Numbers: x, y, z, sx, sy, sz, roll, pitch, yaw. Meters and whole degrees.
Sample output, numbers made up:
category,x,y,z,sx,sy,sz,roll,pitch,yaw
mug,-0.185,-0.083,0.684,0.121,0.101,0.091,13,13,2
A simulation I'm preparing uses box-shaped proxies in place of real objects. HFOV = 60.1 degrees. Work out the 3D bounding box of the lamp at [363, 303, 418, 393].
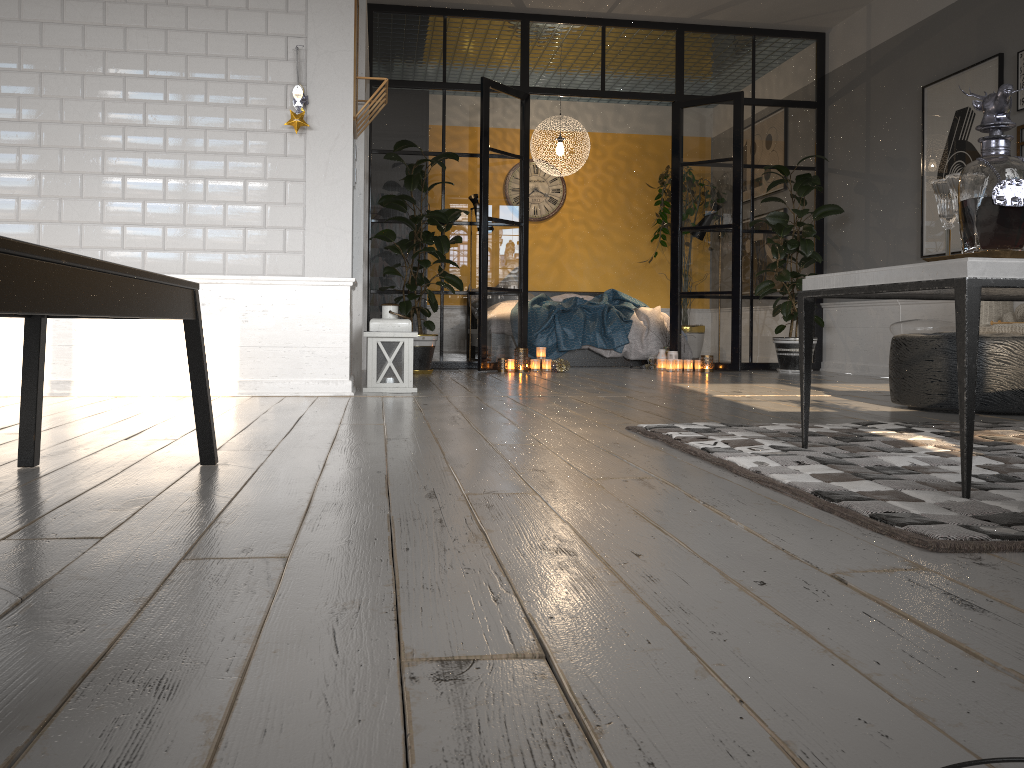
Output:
category,x,y,z,sx,sy,sz,roll,pitch,yaw
lamp,-0.667,-0.202,4.833,0.287,0.477,0.287,0,1,-10

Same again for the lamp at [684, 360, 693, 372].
category,x,y,z,sx,sy,sz,roll,pitch,yaw
lamp,1.469,-0.152,7.369,0.081,0.098,0.081,1,2,32

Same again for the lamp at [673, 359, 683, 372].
category,x,y,z,sx,sy,sz,roll,pitch,yaw
lamp,1.390,-0.155,7.406,0.081,0.098,0.081,1,2,32

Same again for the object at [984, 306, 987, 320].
category,x,y,z,sx,sy,sz,roll,pitch,yaw
object,2.968,-0.331,5.672,0.091,0.701,0.279,1,0,-16

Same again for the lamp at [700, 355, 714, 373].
category,x,y,z,sx,sy,sz,roll,pitch,yaw
lamp,1.602,-0.165,7.270,0.107,0.141,0.107,-1,2,-45

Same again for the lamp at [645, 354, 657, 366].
category,x,y,z,sx,sy,sz,roll,pitch,yaw
lamp,1.250,-0.196,7.833,0.108,0.131,0.096,0,2,-38

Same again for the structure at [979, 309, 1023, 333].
category,x,y,z,sx,sy,sz,roll,pitch,yaw
structure,3.170,-0.453,4.111,0.308,0.485,2.781,0,4,-9

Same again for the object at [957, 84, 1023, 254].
category,x,y,z,sx,sy,sz,roll,pitch,yaw
object,1.075,-0.478,1.964,0.148,0.417,0.156,1,0,11

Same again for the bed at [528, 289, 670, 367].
category,x,y,z,sx,sy,sz,roll,pitch,yaw
bed,0.585,-0.604,8.989,1.897,0.769,2.327,0,3,-8

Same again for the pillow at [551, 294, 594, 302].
category,x,y,z,sx,sy,sz,roll,pitch,yaw
pillow,0.654,-0.856,9.438,0.485,0.227,0.593,3,4,40

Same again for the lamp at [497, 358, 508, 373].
category,x,y,z,sx,sy,sz,roll,pitch,yaw
lamp,-0.073,-0.147,6.980,0.084,0.110,0.084,0,1,-33

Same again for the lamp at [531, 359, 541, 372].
category,x,y,z,sx,sy,sz,roll,pitch,yaw
lamp,0.188,-0.148,7.101,0.081,0.098,0.081,1,2,32

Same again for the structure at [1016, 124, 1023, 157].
category,x,y,z,sx,sy,sz,roll,pitch,yaw
structure,3.179,-1.458,5.096,0.024,0.262,0.740,1,3,-9

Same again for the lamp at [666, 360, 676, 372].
category,x,y,z,sx,sy,sz,roll,pitch,yaw
lamp,1.319,-0.152,7.351,0.081,0.098,0.081,1,2,32

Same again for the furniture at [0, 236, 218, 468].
category,x,y,z,sx,sy,sz,roll,pitch,yaw
furniture,-0.853,0.027,1.403,0.465,0.455,1.672,0,3,-9

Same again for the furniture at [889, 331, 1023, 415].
category,x,y,z,sx,sy,sz,roll,pitch,yaw
furniture,2.132,-0.062,4.068,0.735,0.356,0.737,-1,3,-22

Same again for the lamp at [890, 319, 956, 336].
category,x,y,z,sx,sy,sz,roll,pitch,yaw
lamp,2.779,-0.219,5.964,0.432,0.437,0.433,1,2,13

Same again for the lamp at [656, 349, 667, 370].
category,x,y,z,sx,sy,sz,roll,pitch,yaw
lamp,1.288,-0.207,7.601,0.092,0.180,0.092,1,1,12

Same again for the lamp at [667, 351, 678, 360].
category,x,y,z,sx,sy,sz,roll,pitch,yaw
lamp,1.366,-0.195,7.512,0.089,0.166,0.092,0,1,-42

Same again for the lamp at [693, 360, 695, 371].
category,x,y,z,sx,sy,sz,roll,pitch,yaw
lamp,1.509,-0.153,7.460,0.063,0.091,0.063,0,1,-27

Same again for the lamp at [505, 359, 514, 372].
category,x,y,z,sx,sy,sz,roll,pitch,yaw
lamp,-0.017,-0.147,7.052,0.081,0.098,0.081,1,2,32

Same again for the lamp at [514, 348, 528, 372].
category,x,y,z,sx,sy,sz,roll,pitch,yaw
lamp,0.073,-0.188,7.018,0.115,0.187,0.115,0,1,-10

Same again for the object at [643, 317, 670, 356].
category,x,y,z,sx,sy,sz,roll,pitch,yaw
object,1.421,-0.391,7.852,0.438,0.522,0.278,1,1,32

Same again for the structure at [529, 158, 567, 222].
category,x,y,z,sx,sy,sz,roll,pitch,yaw
structure,0.268,-2.218,10.122,0.726,0.724,0.071,0,0,-9

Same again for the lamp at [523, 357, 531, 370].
category,x,y,z,sx,sy,sz,roll,pitch,yaw
lamp,0.120,-0.167,7.325,0.081,0.106,0.081,0,1,-9

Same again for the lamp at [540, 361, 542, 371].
category,x,y,z,sx,sy,sz,roll,pitch,yaw
lamp,0.233,-0.144,7.210,0.069,0.080,0.069,1,1,-1

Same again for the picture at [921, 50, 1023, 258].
category,x,y,z,sx,sy,sz,roll,pitch,yaw
picture,1.020,-1.635,5.867,4.038,1.793,7.307,0,3,-9

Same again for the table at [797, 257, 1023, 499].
category,x,y,z,sx,sy,sz,roll,pitch,yaw
table,1.585,-0.027,2.268,1.455,0.511,0.733,0,2,-9

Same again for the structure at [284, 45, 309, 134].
category,x,y,z,sx,sy,sz,roll,pitch,yaw
structure,-1.063,-1.459,4.390,0.134,0.447,0.078,1,0,-21

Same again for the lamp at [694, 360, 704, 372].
category,x,y,z,sx,sy,sz,roll,pitch,yaw
lamp,1.559,-0.150,7.361,0.081,0.098,0.081,1,2,32

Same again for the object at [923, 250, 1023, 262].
category,x,y,z,sx,sy,sz,roll,pitch,yaw
object,1.134,-0.279,1.984,0.318,0.015,0.247,0,4,-9

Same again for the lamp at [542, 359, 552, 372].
category,x,y,z,sx,sy,sz,roll,pitch,yaw
lamp,0.280,-0.147,7.108,0.081,0.098,0.081,1,2,32

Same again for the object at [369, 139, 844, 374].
category,x,y,z,sx,sy,sz,roll,pitch,yaw
object,0.832,-0.984,7.054,3.895,1.795,1.012,0,1,-9

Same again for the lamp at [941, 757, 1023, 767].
category,x,y,z,sx,sy,sz,roll,pitch,yaw
lamp,0.627,-0.498,0.102,0.680,1.702,1.248,1,1,-10

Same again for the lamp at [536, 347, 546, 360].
category,x,y,z,sx,sy,sz,roll,pitch,yaw
lamp,0.235,-0.246,7.103,0.081,0.098,0.081,1,2,32

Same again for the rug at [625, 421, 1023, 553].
category,x,y,z,sx,sy,sz,roll,pitch,yaw
rug,1.782,0.203,2.456,2.526,0.034,1.773,0,4,-9

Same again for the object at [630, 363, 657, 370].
category,x,y,z,sx,sy,sz,roll,pitch,yaw
object,1.157,-0.154,7.815,0.087,0.053,0.326,-2,4,-45

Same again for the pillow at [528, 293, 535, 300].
category,x,y,z,sx,sy,sz,roll,pitch,yaw
pillow,-0.038,-0.952,9.330,0.782,0.599,0.499,0,1,-3

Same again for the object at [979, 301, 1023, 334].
category,x,y,z,sx,sy,sz,roll,pitch,yaw
object,2.992,-0.426,5.107,0.329,0.306,0.786,0,3,-8

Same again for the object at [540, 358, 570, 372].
category,x,y,z,sx,sy,sz,roll,pitch,yaw
object,0.322,-0.161,7.317,0.192,0.117,0.718,0,4,-20

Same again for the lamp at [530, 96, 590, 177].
category,x,y,z,sx,sy,sz,roll,pitch,yaw
lamp,0.494,-2.671,9.043,0.616,1.095,0.616,1,1,32

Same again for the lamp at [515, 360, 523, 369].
category,x,y,z,sx,sy,sz,roll,pitch,yaw
lamp,0.044,-0.150,7.121,0.081,0.098,0.081,1,2,32

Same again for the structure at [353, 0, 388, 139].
category,x,y,z,sx,sy,sz,roll,pitch,yaw
structure,-0.761,-1.750,4.771,0.185,0.775,0.495,1,1,-9

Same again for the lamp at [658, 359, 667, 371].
category,x,y,z,sx,sy,sz,roll,pitch,yaw
lamp,1.271,-0.161,7.476,0.081,0.098,0.081,-1,2,-44

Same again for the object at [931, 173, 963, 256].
category,x,y,z,sx,sy,sz,roll,pitch,yaw
object,1.094,-0.395,2.179,0.082,0.227,0.168,1,1,3

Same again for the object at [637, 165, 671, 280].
category,x,y,z,sx,sy,sz,roll,pitch,yaw
object,1.987,-1.371,9.963,1.344,2.204,1.250,0,1,-22
